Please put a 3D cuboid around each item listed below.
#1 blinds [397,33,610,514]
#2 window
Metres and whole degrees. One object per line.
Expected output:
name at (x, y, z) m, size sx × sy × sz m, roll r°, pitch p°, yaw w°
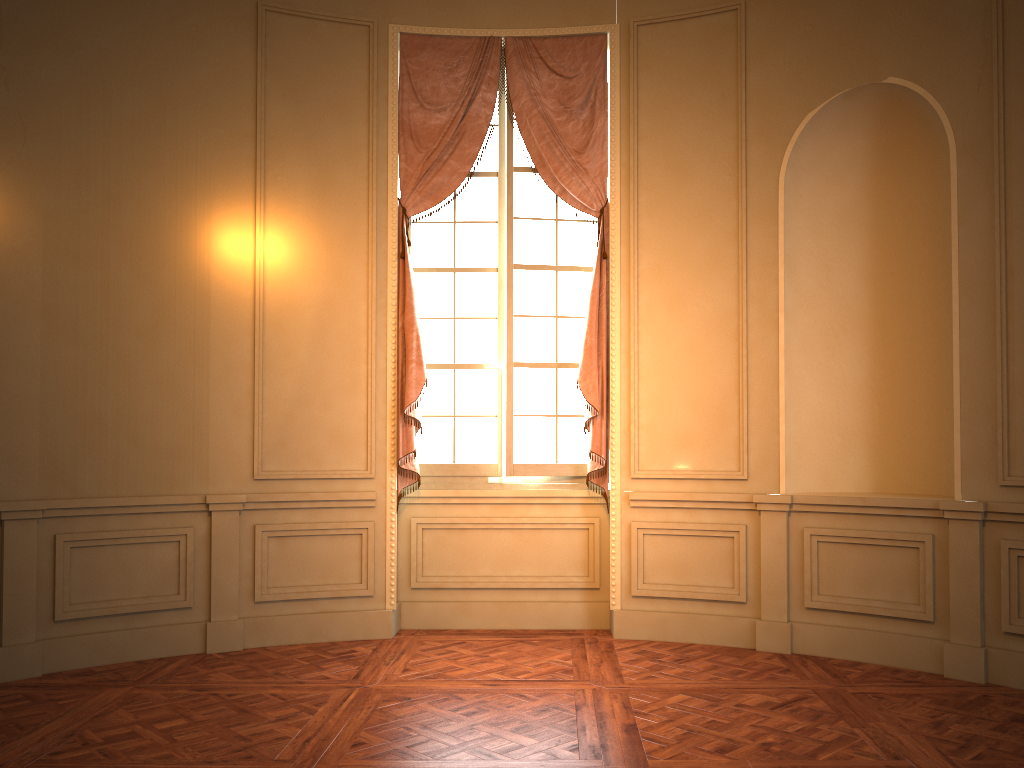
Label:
blinds at (-0.046, -0.695, 5.429) m, size 1.332 × 2.976 × 0.286 m, roll 0°, pitch -1°, yaw 0°
window at (-0.044, -0.746, 5.659) m, size 1.308 × 2.836 × 0.153 m, roll 0°, pitch -1°, yaw 0°
